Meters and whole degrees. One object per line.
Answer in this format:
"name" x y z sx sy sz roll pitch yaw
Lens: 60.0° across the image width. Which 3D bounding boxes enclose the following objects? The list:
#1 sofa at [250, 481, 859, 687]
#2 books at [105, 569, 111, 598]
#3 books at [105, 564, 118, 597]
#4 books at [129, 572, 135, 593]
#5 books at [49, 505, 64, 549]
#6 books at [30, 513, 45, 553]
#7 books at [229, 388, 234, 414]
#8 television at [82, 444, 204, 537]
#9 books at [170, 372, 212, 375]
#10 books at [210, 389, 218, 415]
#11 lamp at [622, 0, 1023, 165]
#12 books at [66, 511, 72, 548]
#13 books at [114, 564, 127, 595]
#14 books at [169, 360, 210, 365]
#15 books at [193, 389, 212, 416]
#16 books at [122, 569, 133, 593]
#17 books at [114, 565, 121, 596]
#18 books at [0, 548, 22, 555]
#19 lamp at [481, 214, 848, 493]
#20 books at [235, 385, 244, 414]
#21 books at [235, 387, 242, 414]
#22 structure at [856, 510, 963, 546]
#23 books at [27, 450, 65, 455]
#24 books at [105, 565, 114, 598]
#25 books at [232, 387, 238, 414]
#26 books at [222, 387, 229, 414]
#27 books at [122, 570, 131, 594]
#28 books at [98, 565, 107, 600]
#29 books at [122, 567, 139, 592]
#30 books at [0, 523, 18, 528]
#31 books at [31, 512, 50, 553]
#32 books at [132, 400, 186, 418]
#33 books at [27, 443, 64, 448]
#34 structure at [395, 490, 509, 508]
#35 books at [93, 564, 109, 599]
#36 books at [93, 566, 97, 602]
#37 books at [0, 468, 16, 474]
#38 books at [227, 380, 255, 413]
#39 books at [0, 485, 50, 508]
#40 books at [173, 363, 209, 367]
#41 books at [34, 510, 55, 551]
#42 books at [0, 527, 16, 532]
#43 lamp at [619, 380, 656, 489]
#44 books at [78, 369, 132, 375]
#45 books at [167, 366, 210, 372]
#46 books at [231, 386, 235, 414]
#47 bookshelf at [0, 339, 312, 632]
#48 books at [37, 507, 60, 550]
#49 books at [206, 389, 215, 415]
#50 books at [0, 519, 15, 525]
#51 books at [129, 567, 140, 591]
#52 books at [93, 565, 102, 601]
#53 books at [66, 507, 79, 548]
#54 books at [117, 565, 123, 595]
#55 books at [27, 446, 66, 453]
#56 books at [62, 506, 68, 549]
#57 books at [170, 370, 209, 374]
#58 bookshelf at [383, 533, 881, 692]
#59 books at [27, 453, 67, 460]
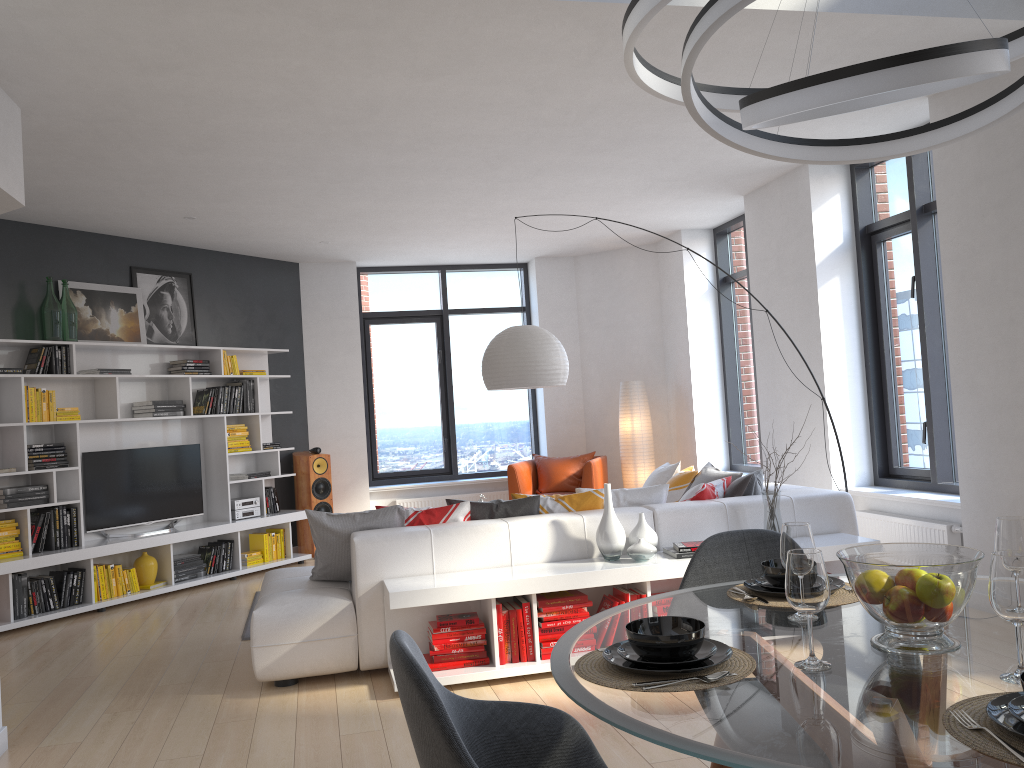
"sofa" 0.084 1.126 5.982 3.424 0.732 2.614 -3 -2 -13
"books" -3.154 1.533 6.822 0.156 0.230 0.042 -5 -2 30
"books" -3.142 1.521 6.870 0.185 0.252 0.055 -5 -2 31
"books" -3.026 1.560 6.985 0.113 0.169 0.049 -5 -2 31
"books" -3.453 1.076 6.667 0.237 0.326 0.026 -5 -2 32
"books" -3.555 1.098 6.517 0.232 0.284 0.142 -5 -2 32
"books" -2.600 0.158 8.055 0.172 0.242 0.069 -5 -2 33
"television" -3.050 0.884 7.388 0.207 0.704 1.102 -5 -2 32
"books" -2.828 -0.084 7.805 0.214 0.030 0.284 -5 -2 36
"books" -2.707 0.163 7.913 0.169 0.233 0.081 -5 -2 31
"lamp" 0.608 -2.778 1.929 1.000 4.513 1.000 -3 -2 -11
"books" -3.412 1.101 6.716 0.200 0.272 0.028 -5 -2 32
"books" -3.103 1.529 6.948 0.172 0.235 0.056 -5 -2 31
"books" -2.841 -0.188 7.814 0.209 0.030 0.266 -5 -2 26
"books" -2.749 0.163 7.863 0.182 0.234 0.104 -5 -2 32
"books" -3.047 1.551 6.976 0.134 0.187 0.046 -5 -2 32
"books" -3.109 1.526 6.885 0.169 0.240 0.043 -5 -2 31
"books" -3.673 1.199 6.307 0.213 0.025 0.269 -5 -2 35
"lamp" 1.320 0.076 5.612 3.199 2.647 0.710 -4 -2 23
"books" -2.557 0.149 8.171 0.197 0.260 0.066 -5 -2 32
"books" -2.574 0.153 8.142 0.191 0.249 0.084 -5 -2 32
"structure" 2.587 1.096 5.762 0.110 0.460 1.015 -3 -2 -13
"books" -3.518 0.516 6.625 0.189 0.020 0.264 -5 -2 36
"books" -3.147 1.520 6.842 0.180 0.252 0.041 -5 -2 32
"books" -2.585 0.156 8.103 0.179 0.243 0.071 -5 -2 31
"books" -2.653 0.154 8.022 0.191 0.249 0.084 -5 -2 32
"books" -3.065 1.551 6.962 0.138 0.188 0.056 -5 -2 32
"books" -3.197 1.519 6.791 0.198 0.258 0.066 -5 -2 32
"books" -3.026 1.548 7.015 0.148 0.193 0.067 -5 -2 33
"books" -3.688 1.016 6.332 0.171 0.024 0.234 -5 -2 36
"books" -3.512 1.094 6.551 0.210 0.289 0.100 -5 -2 31
"books" -2.995 0.216 7.529 0.277 0.137 0.343 -5 -2 27
"books" -3.511 0.462 6.628 0.180 0.026 0.246 -5 -2 40
"structure" -0.513 1.420 9.594 1.474 0.460 0.110 -3 -2 -13
"books" -3.180 1.515 6.816 0.202 0.267 0.038 -5 -2 32
"books" -3.215 1.511 6.714 0.204 0.270 0.029 -5 -2 32
"books" -3.701 0.623 6.300 0.266 0.030 0.209 -5 -2 26
"books" -2.531 0.125 8.269 0.259 0.321 0.128 -5 -2 32
"books" -3.615 0.822 6.471 0.277 0.137 0.343 -5 -2 32
"books" -2.828 -0.162 7.810 0.180 0.026 0.246 -5 -2 35
"books" -3.479 1.090 6.607 0.213 0.301 0.028 -5 -2 32
"books" -3.694 1.041 6.326 0.238 0.023 0.167 -2 -3 -42
"lamp" 1.422 0.729 8.923 0.804 1.550 0.502 -5 -2 37
"books" -3.262 -0.088 7.110 0.250 0.047 0.310 -5 -2 28
"books" -2.850 -0.133 7.821 0.214 0.030 0.284 -5 -2 36
"books" -2.610 0.152 8.088 0.192 0.254 0.075 -5 -2 31
"bookshelf" -2.964 0.703 7.342 0.455 2.052 3.000 -5 -2 32
"books" -3.467 1.082 6.637 0.237 0.314 0.034 -5 -2 32
"books" -2.735 0.164 7.894 0.187 0.234 0.096 -5 -2 32
"books" -3.715 0.993 6.337 0.171 0.024 0.234 -5 -2 36
"books" -3.021 1.548 7.040 0.149 0.193 0.046 -5 -2 33
"books" -3.211 1.512 6.758 0.213 0.271 0.048 -5 -2 32
"books" -3.392 1.090 6.751 0.230 0.297 0.051 -5 -2 32
"books" -3.112 1.529 6.916 0.171 0.235 0.043 -5 -2 30
"books" -3.533 0.491 6.641 0.214 0.030 0.284 -5 -3 41
"books" -3.436 1.082 6.692 0.239 0.315 0.034 -5 -2 32
"books" -2.834 -0.108 7.806 0.189 0.020 0.264 -5 -2 31
"bookshelf" 0.668 1.159 4.588 2.600 0.500 0.356 -3 -2 -13
"books" -3.512 0.540 6.623 0.214 0.030 0.284 -5 -3 41
